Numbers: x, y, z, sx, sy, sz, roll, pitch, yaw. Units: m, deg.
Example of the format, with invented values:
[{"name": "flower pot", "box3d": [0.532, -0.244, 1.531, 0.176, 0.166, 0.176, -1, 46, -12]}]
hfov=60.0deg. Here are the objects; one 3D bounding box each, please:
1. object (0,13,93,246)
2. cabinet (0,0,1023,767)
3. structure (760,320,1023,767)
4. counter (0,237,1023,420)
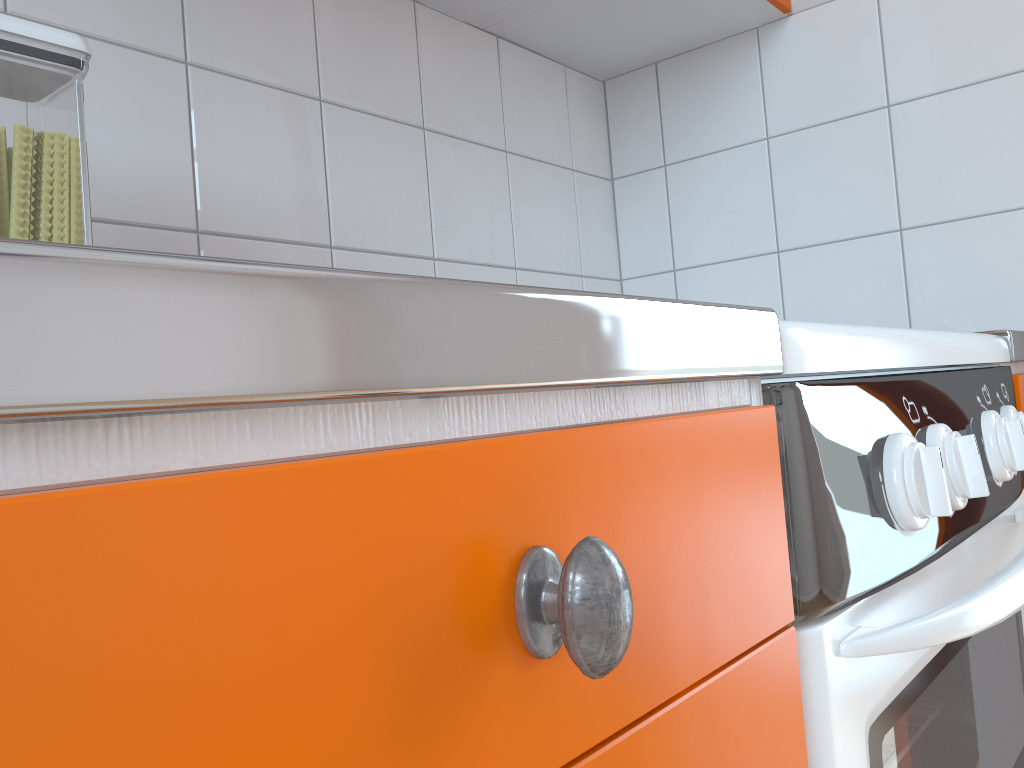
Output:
[{"name": "object", "box3d": [-0.430, -0.121, 0.570, 0.095, 0.261, 0.298, -6, -3, 39]}, {"name": "cabinet", "box3d": [-0.498, -0.306, 0.217, 0.711, 2.350, 3.073, -6, -2, 39]}, {"name": "structure", "box3d": [0.115, 0.407, 0.860, 0.740, 0.865, 0.612, -6, -3, 39]}, {"name": "counter", "box3d": [-0.484, 0.050, 0.213, 0.688, 0.132, 3.072, -6, -2, 39]}]
